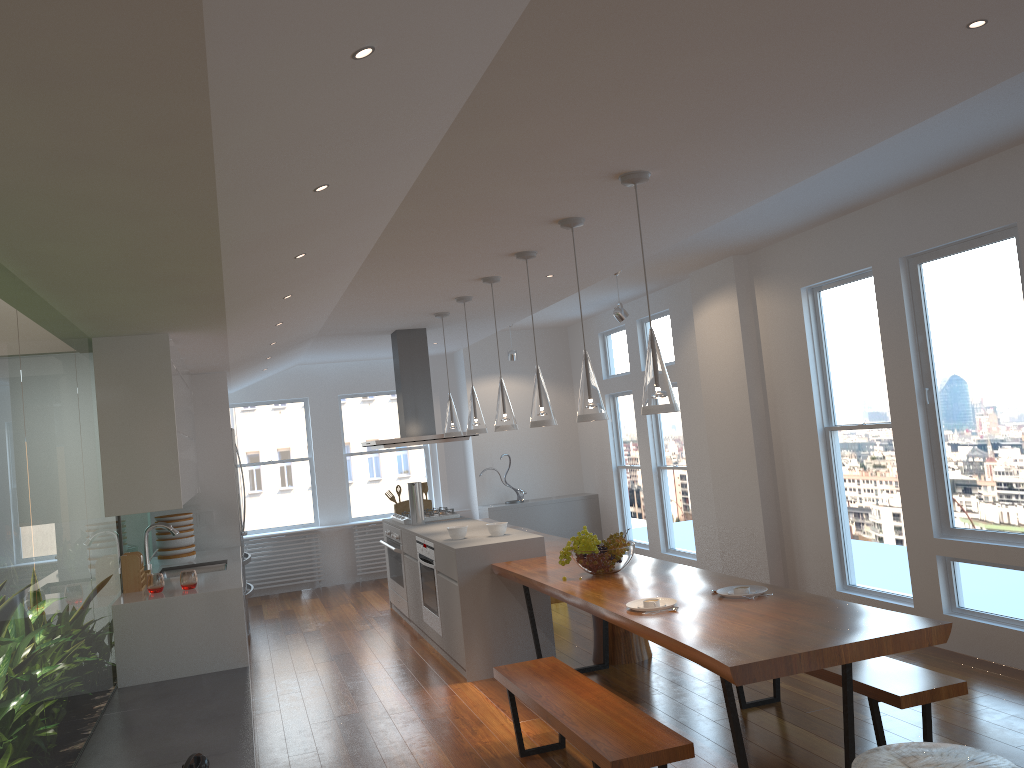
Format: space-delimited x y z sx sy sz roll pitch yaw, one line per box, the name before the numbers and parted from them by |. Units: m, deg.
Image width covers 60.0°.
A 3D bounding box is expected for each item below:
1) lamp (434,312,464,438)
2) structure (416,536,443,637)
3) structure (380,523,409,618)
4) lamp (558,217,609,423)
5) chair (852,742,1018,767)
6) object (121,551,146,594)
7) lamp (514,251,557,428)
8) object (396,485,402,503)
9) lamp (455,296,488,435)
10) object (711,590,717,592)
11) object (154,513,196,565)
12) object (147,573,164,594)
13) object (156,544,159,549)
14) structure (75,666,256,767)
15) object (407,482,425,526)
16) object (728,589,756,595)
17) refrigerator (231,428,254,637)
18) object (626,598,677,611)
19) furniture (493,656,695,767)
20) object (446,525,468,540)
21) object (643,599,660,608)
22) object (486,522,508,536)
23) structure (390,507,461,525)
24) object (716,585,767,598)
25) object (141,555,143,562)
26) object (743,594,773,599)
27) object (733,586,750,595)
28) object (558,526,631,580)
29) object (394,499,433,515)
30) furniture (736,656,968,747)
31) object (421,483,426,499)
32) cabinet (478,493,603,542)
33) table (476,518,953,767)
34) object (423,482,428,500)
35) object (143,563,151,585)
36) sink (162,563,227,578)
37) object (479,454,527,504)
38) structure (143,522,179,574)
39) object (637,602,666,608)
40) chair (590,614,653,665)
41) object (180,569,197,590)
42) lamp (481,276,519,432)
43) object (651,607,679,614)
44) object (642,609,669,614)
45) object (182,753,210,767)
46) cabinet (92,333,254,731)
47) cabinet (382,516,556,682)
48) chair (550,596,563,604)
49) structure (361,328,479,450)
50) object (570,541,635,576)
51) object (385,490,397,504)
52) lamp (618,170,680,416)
lamp | -0.516 -0.109 7.082 0.160 1.060 0.160 -6 -3 9
structure | -0.599 1.459 6.476 0.072 0.648 0.644 -5 -3 -18
structure | -0.777 1.598 7.892 0.649 0.735 0.890 -5 -3 -18
lamp | 0.338 -0.347 4.329 0.160 1.060 0.160 -6 -3 9
chair | 1.271 1.342 2.616 0.460 0.400 0.460 -5 -3 -8
object | -2.263 1.123 5.301 0.104 0.222 0.200 -5 -3 -17
lamp | 0.125 -0.287 5.017 0.160 1.060 0.160 -6 -3 9
object | -1.055 1.098 8.340 0.055 0.299 0.027 -5 -3 -18
lamp | -0.302 -0.168 6.393 0.160 1.060 0.160 -6 -3 9
object | 0.979 0.941 4.061 0.149 0.014 0.044 -5 -3 -16
object | -2.500 1.152 6.590 0.267 0.356 0.266 -6 -3 8
object | -2.043 1.143 5.083 0.094 0.106 0.094 -5 -3 -12
object | -2.638 1.269 6.942 0.265 0.196 0.284 -7 -3 25
structure | -2.284 1.713 2.440 3.088 0.386 5.584 -5 -3 -18
object | -0.797 1.005 7.468 0.120 0.356 0.172 -8 -4 31
object | 1.024 0.931 3.946 0.124 0.011 0.124 -3 -4 -35
refrigerator | -2.684 1.311 7.772 0.725 1.772 0.908 -5 -3 -18
object | 0.609 0.964 3.864 0.222 0.020 0.222 -7 -3 23
furniture | 0.288 1.511 3.703 0.316 0.389 1.433 -5 -3 -18
object | -0.373 1.025 6.109 0.152 0.082 0.152 -7 -3 22
object | 0.608 0.958 3.864 0.079 0.030 0.070 -8 -4 36
object | -0.100 0.996 6.066 0.152 0.082 0.152 -8 -4 33
structure | -0.782 1.173 7.939 0.520 0.073 0.650 -5 -3 -18
object | 1.023 0.927 3.946 0.222 0.020 0.222 -4 -3 -26
object | -2.236 1.130 5.345 0.042 0.192 0.040 -8 -4 33
object | 1.067 0.916 3.849 0.158 0.017 0.019 -4 -3 -23
object | 1.023 0.921 3.946 0.079 0.030 0.070 -7 -4 26
object | 0.467 0.906 4.865 0.292 0.284 0.394 -8 -4 36
object | -0.931 1.167 8.362 0.353 0.157 0.084 -5 -3 -18
furniture | 1.421 1.417 4.063 0.316 0.389 1.433 -5 -3 -18
object | -0.843 1.081 8.389 0.068 0.298 0.039 -5 -3 -18
cabinet | 0.334 1.679 10.061 1.309 0.725 0.420 -5 -3 -18
table | 0.269 1.468 5.807 0.893 0.704 5.996 -5 -3 -18
object | -0.813 1.080 8.417 0.057 0.294 0.030 -5 -3 -18
object | -2.321 1.168 5.540 0.100 0.170 0.173 -5 -3 -16
sink | -2.168 1.384 6.060 0.449 0.192 0.666 -5 -3 -18
object | -0.083 1.065 9.939 0.210 0.563 0.590 -9 -4 44
structure | -2.381 1.206 6.039 0.248 0.536 0.115 -5 -3 -17
object | 0.609 0.968 3.864 0.124 0.011 0.124 -6 -3 4
chair | 0.696 1.555 5.797 0.396 0.455 0.402 -4 -4 -28
object | -1.857 1.125 5.093 0.094 0.106 0.094 -5 -3 -12
lamp | -0.089 -0.228 5.705 0.160 1.060 0.160 -6 -3 9
object | 0.636 0.957 3.732 0.149 0.014 0.044 -5 -3 -19
object | 0.627 0.963 3.764 0.164 0.006 0.017 -5 -3 -12
object | -1.095 1.354 3.025 0.181 0.155 0.216 -8 -4 37
cabinet | -2.538 1.041 7.060 0.676 2.280 4.565 -5 -3 -18
cabinet | -0.467 1.545 7.038 0.597 0.832 2.936 -5 -3 -18
chair | 0.238 1.727 7.967 0.344 0.430 0.549 -5 -3 -14
structure | -0.904 -0.152 7.987 0.909 1.405 0.900 -5 -3 -18
object | 0.502 0.966 4.855 0.360 0.159 0.360 -8 -4 36
object | -1.087 1.118 8.325 0.199 0.259 0.016 -5 -3 -7
lamp | 0.552 -0.406 3.641 0.160 1.060 0.160 -6 -3 9
